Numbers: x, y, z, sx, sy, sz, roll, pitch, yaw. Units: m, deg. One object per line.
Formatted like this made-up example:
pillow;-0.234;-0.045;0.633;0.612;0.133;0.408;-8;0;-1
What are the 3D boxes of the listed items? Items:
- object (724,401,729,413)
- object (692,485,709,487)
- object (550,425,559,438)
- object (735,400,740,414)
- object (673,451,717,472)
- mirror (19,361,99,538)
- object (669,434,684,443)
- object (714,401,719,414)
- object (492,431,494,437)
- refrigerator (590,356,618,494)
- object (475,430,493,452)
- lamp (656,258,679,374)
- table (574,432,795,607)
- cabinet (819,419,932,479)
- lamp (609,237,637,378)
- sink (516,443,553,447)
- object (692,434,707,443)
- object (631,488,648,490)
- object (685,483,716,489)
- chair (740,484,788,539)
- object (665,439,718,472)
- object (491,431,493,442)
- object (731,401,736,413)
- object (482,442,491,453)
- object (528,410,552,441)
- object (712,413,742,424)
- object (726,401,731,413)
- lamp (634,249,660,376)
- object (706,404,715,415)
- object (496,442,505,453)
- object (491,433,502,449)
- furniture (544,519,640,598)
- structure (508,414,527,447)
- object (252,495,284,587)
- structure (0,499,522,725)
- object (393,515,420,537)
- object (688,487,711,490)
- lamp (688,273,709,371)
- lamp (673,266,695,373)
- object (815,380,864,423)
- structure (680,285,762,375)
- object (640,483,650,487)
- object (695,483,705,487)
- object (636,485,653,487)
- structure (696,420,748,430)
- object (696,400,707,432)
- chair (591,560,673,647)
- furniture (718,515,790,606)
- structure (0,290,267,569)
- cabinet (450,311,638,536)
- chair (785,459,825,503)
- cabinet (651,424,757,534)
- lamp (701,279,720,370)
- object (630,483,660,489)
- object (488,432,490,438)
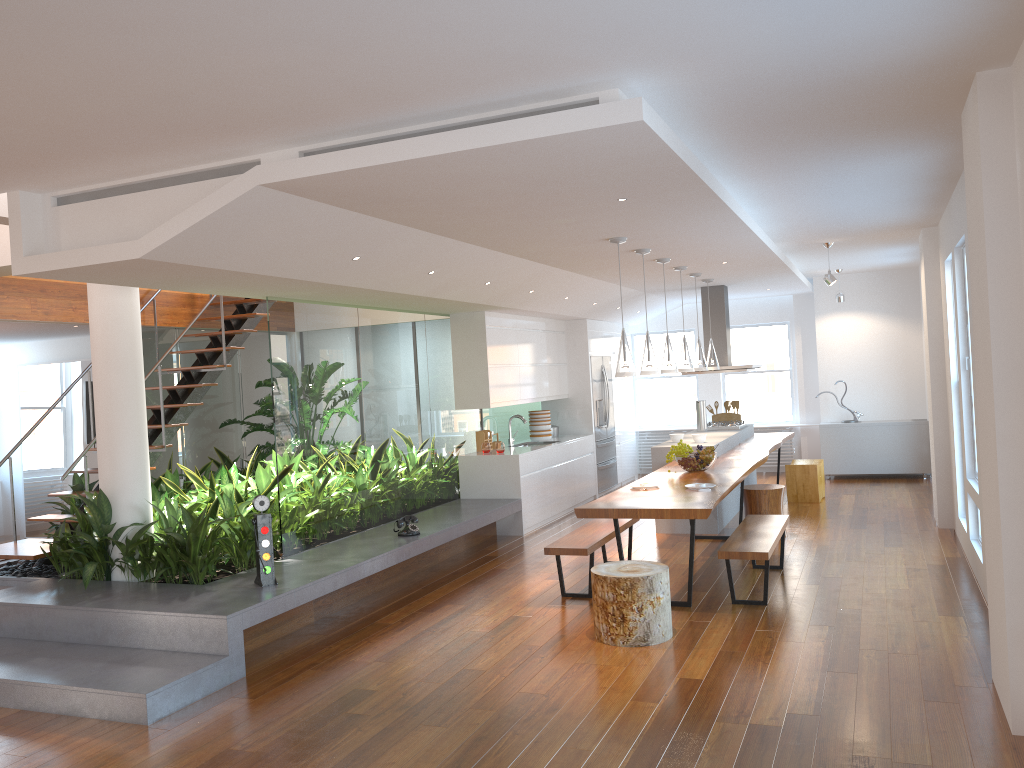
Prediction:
object;2.677;0.358;11.067;0.061;0.299;0.040;-3;0;20
object;1.363;0.747;6.416;0.124;0.011;0.124;-3;0;5
object;0.460;0.575;11.069;0.284;0.196;0.265;-4;0;-25
object;2.802;0.352;11.016;0.057;0.294;0.030;-3;0;22
object;1.542;0.662;7.446;0.360;0.159;0.360;-3;0;-14
mirror;-5.286;0.779;10.396;1.267;2.044;0.049;-3;0;22
object;1.668;0.548;8.966;0.152;0.082;0.152;-4;0;-28
object;2.567;0.363;11.113;0.055;0.299;0.027;-3;0;22
object;-0.213;0.614;9.740;0.040;0.192;0.042;-4;0;-30
refrigerator;0.954;0.534;11.737;0.725;1.772;0.908;-3;0;22
object;-0.301;0.612;9.561;0.104;0.222;0.200;-3;0;23
lamp;1.334;-0.620;7.668;0.160;1.060;0.160;-4;0;-41
table;1.978;1.055;8.377;0.893;0.704;5.996;-3;0;22
cabinet;4.744;0.856;11.611;1.309;0.725;0.420;-3;0;22
lamp;0.783;-0.580;6.332;0.160;1.060;0.160;-4;0;-41
sink;0.261;0.803;10.110;0.449;0.192;0.666;-3;0;22
object;1.851;0.539;8.757;0.152;0.082;0.152;-3;0;-17
object;0.928;0.770;6.502;0.149;0.014;0.044;-3;0;21
object;1.363;0.743;6.416;0.222;0.020;0.222;-3;0;14
chair;2.302;1.168;8.109;0.396;0.455;0.402;-3;0;12
object;1.520;0.600;7.468;0.394;0.284;0.292;-3;0;-13
object;-0.222;0.617;9.765;0.019;0.196;0.022;-3;0;11
object;2.761;0.354;11.013;0.068;0.298;0.039;-3;0;22
object;-0.270;0.666;9.256;0.094;0.106;0.094;-3;0;28
object;0.339;0.502;10.699;0.266;0.356;0.267;-4;0;-42
object;2.677;0.437;11.058;0.353;0.157;0.084;-3;0;22
object;2.701;0.357;11.035;0.057;0.299;0.019;-3;0;22
lamp;1.059;-0.600;7.000;0.160;1.060;0.160;-4;0;-41
object;2.533;0.383;11.124;0.199;0.259;0.016;-3;0;33
object;-0.121;0.658;9.144;0.094;0.106;0.094;-3;0;28
object;-0.192;0.629;9.785;0.100;0.170;0.173;-3;0;24
furniture;0.651;1.303;6.763;0.316;0.389;1.433;-3;0;22
structure;0.081;0.615;10.209;0.248;0.536;0.115;-3;0;23
object;-1.529;0.980;5.524;0.134;0.565;0.318;-4;0;-31
structure;-2.131;1.474;7.454;3.088;0.386;5.584;-3;0;22
object;-0.848;1.132;7.105;0.216;0.155;0.181;-3;0;-13
object;1.335;0.744;6.312;0.158;0.017;0.019;-3;0;17
lamp;1.885;-0.661;9.005;0.160;1.060;0.160;-4;0;-41
lamp;1.609;-0.641;8.336;0.160;1.060;0.160;-4;0;-41
object;4.335;0.233;11.713;0.590;0.563;0.210;-3;0;-6
structure;2.437;-0.835;10.607;0.909;1.405;0.900;-3;0;22
object;0.992;0.757;6.621;0.070;0.030;0.079;-3;0;-14
object;1.363;0.736;6.416;0.070;0.030;0.079;-3;0;-24
object;0.992;0.767;6.621;0.124;0.011;0.124;-3;1;44
structure;2.523;0.493;10.641;0.520;0.073;0.650;-3;0;22
object;2.208;0.371;10.272;0.172;0.356;0.120;-3;0;-19
chair;0.712;1.299;5.289;0.460;0.400;0.460;-3;0;32
furniture;1.752;1.242;6.307;0.316;0.389;1.433;-3;0;22
structure;-2.195;-0.616;8.134;2.552;4.265;4.591;-3;0;22
cabinet;0.608;0.343;11.070;0.676;2.280;4.565;-3;0;22
chair;3.336;1.101;10.077;0.344;0.430;0.549;-3;0;26
cabinet;2.197;0.969;9.795;0.597;0.832;2.936;-3;0;22
lamp;2.160;-0.681;9.673;0.160;1.060;0.160;-4;0;-41
object;0.992;0.763;6.621;0.222;0.020;0.222;-4;0;-27
object;-0.252;0.616;9.577;0.040;0.192;0.042;-3;0;-17
